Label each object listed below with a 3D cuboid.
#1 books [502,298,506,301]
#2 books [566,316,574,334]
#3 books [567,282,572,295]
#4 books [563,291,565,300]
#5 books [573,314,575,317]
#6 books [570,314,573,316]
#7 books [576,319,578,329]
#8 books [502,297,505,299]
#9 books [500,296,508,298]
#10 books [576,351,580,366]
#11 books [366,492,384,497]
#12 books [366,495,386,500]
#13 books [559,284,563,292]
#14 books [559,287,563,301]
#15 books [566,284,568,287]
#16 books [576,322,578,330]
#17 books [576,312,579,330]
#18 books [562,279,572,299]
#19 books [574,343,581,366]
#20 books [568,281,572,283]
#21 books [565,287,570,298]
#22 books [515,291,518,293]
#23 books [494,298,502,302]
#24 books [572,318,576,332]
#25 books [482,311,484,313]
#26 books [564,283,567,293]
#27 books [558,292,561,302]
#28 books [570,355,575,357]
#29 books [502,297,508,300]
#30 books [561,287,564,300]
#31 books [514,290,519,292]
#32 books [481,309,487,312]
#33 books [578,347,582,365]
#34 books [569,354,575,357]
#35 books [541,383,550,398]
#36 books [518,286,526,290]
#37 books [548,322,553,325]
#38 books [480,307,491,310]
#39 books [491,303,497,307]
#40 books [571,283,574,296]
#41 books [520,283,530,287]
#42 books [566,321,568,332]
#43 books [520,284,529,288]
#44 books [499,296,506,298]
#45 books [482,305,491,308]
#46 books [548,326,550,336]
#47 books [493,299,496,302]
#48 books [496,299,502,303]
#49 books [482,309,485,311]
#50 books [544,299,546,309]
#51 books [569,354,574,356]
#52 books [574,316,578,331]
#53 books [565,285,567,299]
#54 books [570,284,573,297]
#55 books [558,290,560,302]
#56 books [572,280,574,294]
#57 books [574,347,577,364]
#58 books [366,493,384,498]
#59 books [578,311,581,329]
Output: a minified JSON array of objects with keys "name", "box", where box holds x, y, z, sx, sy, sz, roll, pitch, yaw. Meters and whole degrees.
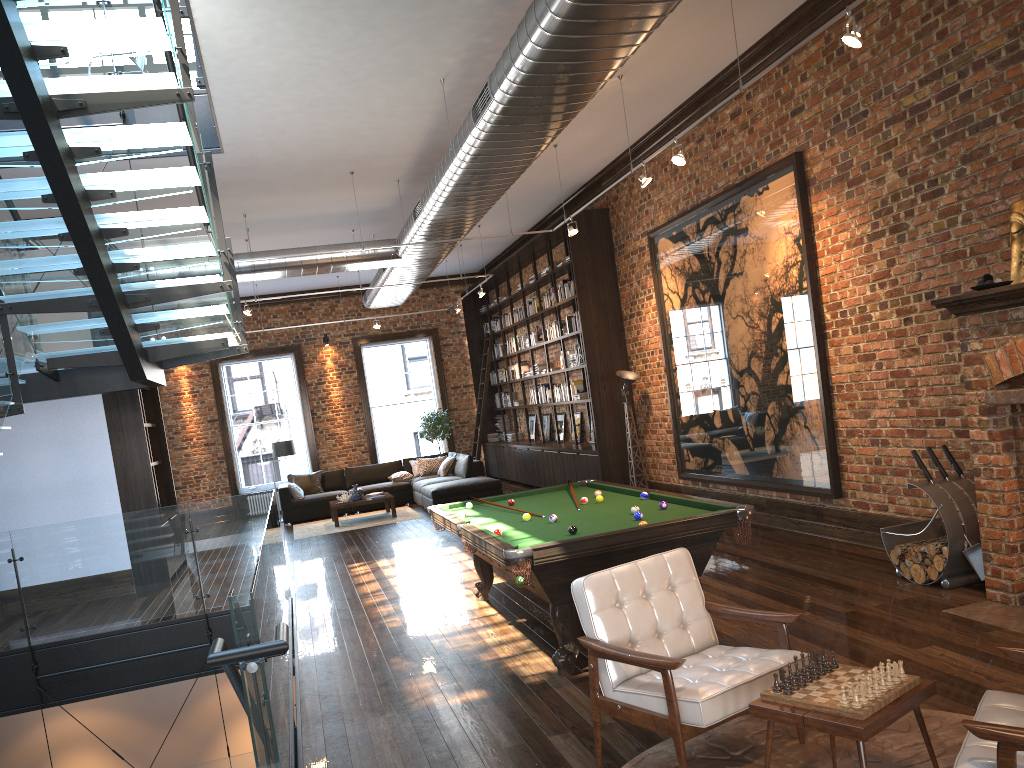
[{"name":"books","box":[-0.053,-1.632,17.008,0.205,0.018,0.324,-8,-1,-17]},{"name":"books","box":[0.955,-0.903,13.422,0.245,0.267,0.037,-8,4,-14]},{"name":"books","box":[0.937,-1.406,13.361,0.164,0.259,0.099,-9,3,-14]},{"name":"books","box":[0.869,-1.407,13.620,0.149,0.279,0.055,-9,4,-14]},{"name":"books","box":[1.020,-0.923,13.401,0.159,0.286,0.014,-9,4,-14]},{"name":"books","box":[0.979,-0.917,13.492,0.155,0.289,0.030,-9,4,-14]},{"name":"books","box":[1.048,-0.895,13.222,0.165,0.219,0.036,-9,4,-14]},{"name":"books","box":[-0.071,-1.656,17.003,0.231,0.006,0.289,-8,-1,-18]},{"name":"books","box":[-0.174,-1.692,17.534,0.156,0.022,0.327,-8,-1,-11]},{"name":"books","box":[1.074,-0.396,13.450,0.178,0.238,0.036,-9,4,-14]},{"name":"books","box":[-2.310,1.854,14.913,0.206,0.028,0.260,-8,-1,18]},{"name":"books","box":[-2.241,1.867,14.580,0.260,0.024,0.206,-7,-1,-37]},{"name":"books","box":[0.822,-1.406,13.818,0.149,0.296,0.032,-9,4,-14]},{"name":"books","box":[0.838,-1.383,13.718,0.184,0.243,0.030,-9,4,-14]},{"name":"books","box":[0.915,-1.404,13.461,0.151,0.255,0.025,-9,4,-14]},{"name":"books","box":[1.052,-0.895,13.249,0.177,0.217,0.015,-9,4,-14]},{"name":"books","box":[1.052,-0.936,13.163,0.180,0.296,0.025,-9,4,-14]},{"name":"books","box":[0.874,-1.436,13.548,0.180,0.334,0.016,-9,4,-14]},{"name":"books","box":[1.053,-0.445,13.468,0.179,0.341,0.013,-9,4,-14]},{"name":"books","box":[0.937,-1.420,13.418,0.152,0.280,0.013,-9,4,-14]},{"name":"books","box":[0.912,-1.377,13.434,0.189,0.203,0.027,-8,4,-14]},{"name":"books","box":[0.175,-1.685,16.145,0.197,0.014,0.261,-8,-1,-14]},{"name":"books","box":[-0.199,-1.669,17.528,0.216,0.018,0.376,-8,-1,-16]},{"name":"books","box":[1.003,-0.893,13.356,0.186,0.231,0.035,-9,4,-14]},{"name":"books","box":[-0.518,-1.534,18.831,0.215,0.015,0.335,-8,-1,-11]},{"name":"books","box":[0.894,-1.404,13.502,0.167,0.263,0.016,-9,4,-14]},{"name":"books","box":[0.822,-1.350,13.773,0.189,0.183,0.025,-8,4,-14]},{"name":"books","box":[1.008,-0.440,13.732,0.160,0.012,0.312,-8,-1,-13]},{"name":"books","box":[-0.052,-1.648,17.008,0.209,0.014,0.291,-8,-1,-15]},{"name":"books","box":[0.854,-1.380,13.692,0.168,0.232,0.028,-9,4,-14]},{"name":"books","box":[0.166,-1.708,16.142,0.191,0.014,0.315,-8,-1,-18]},{"name":"books","box":[-0.524,-1.564,18.829,0.212,0.014,0.357,-8,-1,-18]},{"name":"books","box":[1.092,-0.423,13.381,0.166,0.283,0.072,-9,4,-14]},{"name":"books","box":[1.007,-0.453,13.731,0.159,0.012,0.350,-8,-1,-16]},{"name":"books","box":[0.615,0.159,15.584,0.182,0.337,0.015,-9,4,-14]},{"name":"books","box":[0.258,-1.716,15.758,0.218,0.016,0.367,-8,-1,-13]},{"name":"books","box":[0.691,-0.869,14.629,0.152,0.308,0.016,-9,4,-14]},{"name":"books","box":[-0.536,-1.604,18.824,0.229,0.015,0.313,-8,-1,-18]},{"name":"books","box":[-0.297,-1.610,17.910,0.229,0.034,0.273,-8,-1,-10]},{"name":"books","box":[0.982,-1.401,13.163,0.182,0.222,0.010,-9,4,-14]},{"name":"books","box":[0.262,-1.756,15.758,0.203,0.011,0.308,-8,-1,-14]},{"name":"books","box":[0.927,-0.889,13.749,0.160,0.255,0.014,-9,4,-14]},{"name":"books","box":[0.269,-1.747,15.760,0.186,0.011,0.380,-8,-1,-13]},{"name":"books","box":[-0.192,-1.705,17.529,0.191,0.007,0.364,-8,-1,-12]},{"name":"books","box":[-0.518,-1.644,18.828,0.190,0.017,0.300,-8,-1,-16]},{"name":"books","box":[0.695,-0.857,14.646,0.172,0.285,0.013,-9,4,-14]},{"name":"books","box":[-0.277,-1.697,17.912,0.164,0.022,0.256,-8,-1,-10]},{"name":"books","box":[-0.192,-1.648,17.531,0.205,0.024,0.248,-8,-1,-10]},{"name":"books","box":[-0.523,-1.576,18.829,0.225,0.011,0.269,-8,-1,-15]},{"name":"books","box":[0.618,-1.339,14.610,0.172,0.245,0.011,-9,4,-14]},{"name":"books","box":[1.005,-0.464,13.730,0.159,0.012,0.350,-8,-1,-13]},{"name":"books","box":[1.030,-0.904,13.260,0.188,0.241,0.016,-9,4,-14]},{"name":"books","box":[0.902,-1.393,13.483,0.171,0.237,0.025,-9,4,-14]},{"name":"books","box":[0.959,-1.397,13.240,0.168,0.233,0.146,-9,3,-14]},{"name":"books","box":[0.814,-1.366,13.849,0.171,0.220,0.027,-9,4,-14]},{"name":"books","box":[0.990,-1.418,13.141,0.188,0.253,0.018,-9,4,-14]},{"name":"books","box":[1.053,-0.425,13.483,0.183,0.302,0.013,-9,4,-14]},{"name":"books","box":[-2.310,1.881,14.921,0.206,0.024,0.260,-8,-1,20]},{"name":"books","box":[1.066,-0.927,12.809,0.188,0.265,0.030,-9,4,-14]}]
